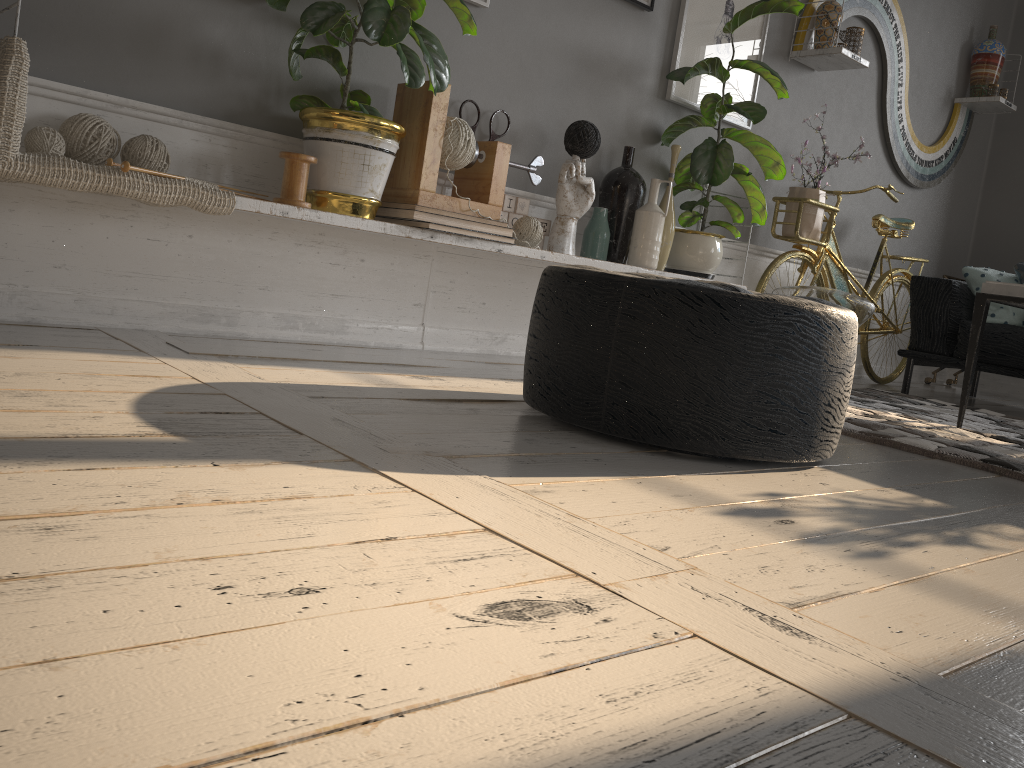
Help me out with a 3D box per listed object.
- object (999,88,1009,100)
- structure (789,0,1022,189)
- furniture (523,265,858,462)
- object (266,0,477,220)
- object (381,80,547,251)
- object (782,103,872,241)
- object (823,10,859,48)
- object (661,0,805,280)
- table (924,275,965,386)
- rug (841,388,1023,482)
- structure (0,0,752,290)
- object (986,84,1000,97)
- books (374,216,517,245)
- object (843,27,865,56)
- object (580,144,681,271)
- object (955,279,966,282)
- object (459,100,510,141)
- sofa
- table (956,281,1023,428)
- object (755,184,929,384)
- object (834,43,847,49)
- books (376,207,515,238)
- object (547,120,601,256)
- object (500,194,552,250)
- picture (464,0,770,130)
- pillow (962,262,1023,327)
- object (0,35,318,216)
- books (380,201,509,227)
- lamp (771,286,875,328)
[{"bbox_3d":[2.870,-1.691,5.167,0.050,0.058,0.050,13,7,38],"label":"object"},{"bbox_3d":[2.141,-1.589,4.681,2.017,0.951,0.269,3,7,-41],"label":"structure"},{"bbox_3d":[0.401,-0.067,2.055,0.740,0.355,0.735,13,8,35],"label":"furniture"},{"bbox_3d":[-0.383,-0.944,2.465,0.549,0.959,0.509,12,5,34],"label":"object"},{"bbox_3d":[-0.106,-0.682,2.840,0.544,0.438,0.240,4,7,-41],"label":"object"},{"bbox_3d":[1.500,-0.964,4.125,0.486,0.638,0.255,7,5,-24],"label":"object"},{"bbox_3d":[1.485,-1.590,4.003,0.197,0.165,0.060,8,4,-8],"label":"object"},{"bbox_3d":[0.852,-0.994,3.572,0.567,1.145,0.418,9,4,-2],"label":"object"},{"bbox_3d":[2.942,-0.260,5.268,0.338,0.676,0.748,5,7,-41],"label":"table"},{"bbox_3d":[1.908,0.255,2.642,1.765,0.034,2.548,2,10,-41],"label":"rug"},{"bbox_3d":[-0.116,-0.659,2.876,2.769,0.484,0.310,2,8,-41],"label":"structure"},{"bbox_3d":[2.798,-1.700,5.148,0.060,0.078,0.060,13,6,37],"label":"object"},{"bbox_3d":[-0.217,-0.484,2.783,0.299,0.021,0.367,15,10,42],"label":"books"},{"bbox_3d":[1.584,-1.577,4.111,0.086,0.139,0.085,13,6,41],"label":"object"},{"bbox_3d":[0.464,-0.688,3.339,0.332,0.486,0.287,10,5,9],"label":"object"},{"bbox_3d":[2.891,-0.600,5.363,0.246,0.015,0.321,2,10,-41],"label":"object"},{"bbox_3d":[-0.119,-0.721,3.019,0.221,0.461,0.019,5,5,-42],"label":"object"},{"bbox_3d":[2.978,-0.108,3.758,0.967,0.794,2.360,4,9,-42],"label":"sofa"},{"bbox_3d":[2.208,0.068,2.562,0.730,0.508,1.468,3,9,-41],"label":"table"},{"bbox_3d":[1.714,-0.487,4.436,0.429,0.965,1.623,12,7,39],"label":"object"},{"bbox_3d":[1.547,-1.565,4.187,0.063,0.081,0.062,11,5,24],"label":"object"},{"bbox_3d":[-0.219,-0.507,2.770,0.383,0.029,0.262,2,10,-41],"label":"books"},{"bbox_3d":[0.218,-0.696,3.143,0.154,0.481,0.137,5,5,-42],"label":"object"},{"bbox_3d":[0.017,-0.568,3.120,0.264,0.172,0.079,4,6,-36],"label":"object"},{"bbox_3d":[-0.286,-1.377,0.052,7.274,1.786,4.073,2,9,-41],"label":"picture"},{"bbox_3d":[2.564,-0.408,4.177,0.803,0.360,0.443,13,7,30],"label":"pillow"},{"bbox_3d":[-0.870,-0.592,2.196,0.783,0.305,0.331,3,8,-41],"label":"object"},{"bbox_3d":[-0.225,-0.531,2.774,0.378,0.017,0.231,2,10,-44],"label":"books"},{"bbox_3d":[1.334,-0.206,3.882,0.431,0.435,0.436,8,6,-11],"label":"lamp"}]
